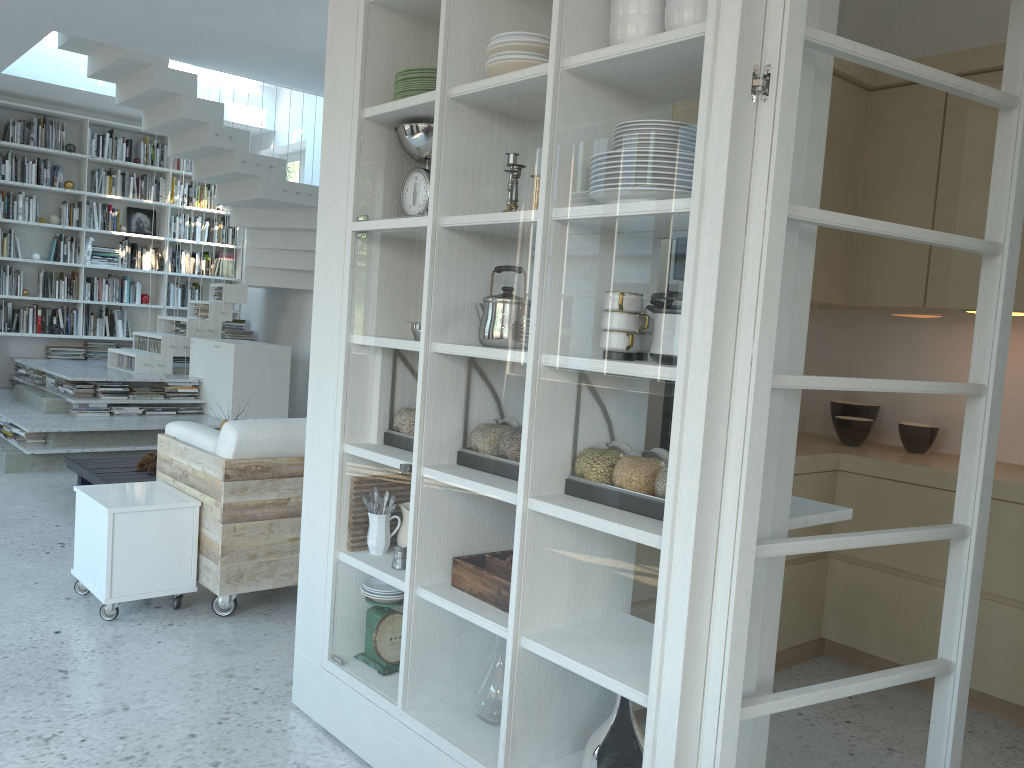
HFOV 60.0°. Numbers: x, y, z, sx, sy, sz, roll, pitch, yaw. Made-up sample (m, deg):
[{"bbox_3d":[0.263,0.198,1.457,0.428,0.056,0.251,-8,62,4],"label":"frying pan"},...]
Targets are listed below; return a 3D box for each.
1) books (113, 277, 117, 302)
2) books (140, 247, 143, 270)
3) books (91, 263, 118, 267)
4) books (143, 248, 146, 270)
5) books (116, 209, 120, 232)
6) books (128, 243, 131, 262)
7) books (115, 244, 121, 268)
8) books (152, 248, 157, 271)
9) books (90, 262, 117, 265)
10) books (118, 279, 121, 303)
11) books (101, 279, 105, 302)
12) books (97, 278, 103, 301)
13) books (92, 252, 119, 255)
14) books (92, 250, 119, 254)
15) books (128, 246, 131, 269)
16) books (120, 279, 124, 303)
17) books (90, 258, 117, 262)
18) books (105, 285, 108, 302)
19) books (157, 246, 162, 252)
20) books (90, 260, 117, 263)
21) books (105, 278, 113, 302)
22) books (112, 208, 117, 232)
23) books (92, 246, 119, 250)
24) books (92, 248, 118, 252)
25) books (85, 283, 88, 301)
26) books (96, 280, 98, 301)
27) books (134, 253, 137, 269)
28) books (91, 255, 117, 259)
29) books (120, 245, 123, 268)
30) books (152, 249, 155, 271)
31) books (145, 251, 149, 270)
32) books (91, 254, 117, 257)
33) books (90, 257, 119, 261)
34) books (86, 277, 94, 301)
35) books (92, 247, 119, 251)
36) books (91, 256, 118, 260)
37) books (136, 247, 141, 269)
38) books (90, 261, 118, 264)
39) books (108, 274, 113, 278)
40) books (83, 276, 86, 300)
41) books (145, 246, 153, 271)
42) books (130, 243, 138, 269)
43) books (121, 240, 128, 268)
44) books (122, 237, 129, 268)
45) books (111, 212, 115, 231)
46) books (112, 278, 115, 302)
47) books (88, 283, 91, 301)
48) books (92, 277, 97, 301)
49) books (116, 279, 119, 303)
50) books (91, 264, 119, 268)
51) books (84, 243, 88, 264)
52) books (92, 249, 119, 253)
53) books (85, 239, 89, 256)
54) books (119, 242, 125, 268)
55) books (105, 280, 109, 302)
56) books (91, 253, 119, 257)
[{"bbox_3d":[-4.267,-1.011,9.493,0.011,0.272,0.151,0,6,-41],"label":"books"},{"bbox_3d":[-4.053,-1.365,9.650,0.031,0.250,0.133,0,6,-41],"label":"books"},{"bbox_3d":[-4.342,-1.261,9.394,0.285,0.012,0.159,1,5,-37],"label":"books"},{"bbox_3d":[-4.030,-1.357,9.669,0.028,0.235,0.129,0,6,-41],"label":"books"},{"bbox_3d":[-4.209,-1.728,9.425,0.026,0.244,0.177,0,6,-41],"label":"books"},{"bbox_3d":[-4.138,-1.380,9.561,0.013,0.280,0.131,0,6,-41],"label":"books"},{"bbox_3d":[-4.216,-1.368,9.486,0.012,0.254,0.160,0,6,-41],"label":"books"},{"bbox_3d":[-3.934,-1.364,9.732,0.024,0.255,0.145,0,6,-41],"label":"books"},{"bbox_3d":[-4.342,-1.273,9.393,0.254,0.012,0.160,0,5,-45],"label":"books"},{"bbox_3d":[-4.228,-0.998,9.507,0.014,0.249,0.177,0,6,-41],"label":"books"},{"bbox_3d":[-4.361,-0.996,9.416,0.026,0.239,0.177,0,6,-41],"label":"books"},{"bbox_3d":[-4.378,-0.999,9.381,0.045,0.246,0.185,0,6,-41],"label":"books"},{"bbox_3d":[-4.334,-1.382,9.390,0.285,0.012,0.159,1,5,-39],"label":"books"},{"bbox_3d":[-4.329,-1.393,9.384,0.159,0.012,0.285,8,5,44],"label":"books"},{"bbox_3d":[-4.145,-1.357,9.536,0.030,0.237,0.179,0,6,-41],"label":"books"},{"bbox_3d":[-4.215,-1.002,9.551,0.012,0.254,0.160,0,6,-41],"label":"books"},{"bbox_3d":[-4.342,-1.310,9.393,0.254,0.012,0.160,1,5,-39],"label":"books"},{"bbox_3d":[-4.335,-0.966,9.426,0.027,0.182,0.186,0,6,-41],"label":"books"},{"bbox_3d":[-3.885,-1.380,9.792,0.029,0.284,0.138,0,6,-41],"label":"books"},{"bbox_3d":[-4.340,-1.297,9.391,0.254,0.012,0.160,1,5,-37],"label":"books"},{"bbox_3d":[-4.294,-1.001,9.439,0.028,0.255,0.191,0,6,-41],"label":"books"},{"bbox_3d":[-4.234,-1.734,9.417,0.021,0.253,0.166,0,6,-41],"label":"books"},{"bbox_3d":[-4.330,-1.442,9.385,0.285,0.012,0.159,1,5,-39],"label":"books"},{"bbox_3d":[-4.332,-1.418,9.387,0.254,0.012,0.160,1,5,-39],"label":"books"},{"bbox_3d":[-4.485,-0.971,9.309,0.023,0.186,0.159,0,6,-41],"label":"books"},{"bbox_3d":[-4.402,-0.988,9.369,0.011,0.223,0.162,0,6,-41],"label":"books"},{"bbox_3d":[-4.094,-1.380,9.618,0.010,0.278,0.128,0,6,-41],"label":"books"},{"bbox_3d":[-4.341,-1.346,9.395,0.254,0.012,0.160,1,5,-41],"label":"books"},{"bbox_3d":[-4.214,-1.366,9.511,0.023,0.247,0.137,0,6,-41],"label":"books"},{"bbox_3d":[-3.950,-1.356,9.700,0.041,0.239,0.176,0,6,-41],"label":"books"},{"bbox_3d":[-4.006,-1.345,9.682,0.025,0.213,0.155,0,6,-41],"label":"books"},{"bbox_3d":[-4.332,-1.358,9.387,0.254,0.012,0.160,1,5,-36],"label":"books"},{"bbox_3d":[-4.340,-1.322,9.393,0.285,0.012,0.159,1,5,-43],"label":"books"},{"bbox_3d":[-4.443,-0.999,9.335,0.047,0.244,0.177,0,6,-41],"label":"books"},{"bbox_3d":[-4.331,-1.430,9.386,0.285,0.012,0.159,1,5,-43],"label":"books"},{"bbox_3d":[-4.335,-1.333,9.388,0.160,0.012,0.254,8,5,44],"label":"books"},{"bbox_3d":[-4.066,-1.360,9.617,0.031,0.242,0.147,0,6,-41],"label":"books"},{"bbox_3d":[-4.339,-1.285,9.390,0.285,0.012,0.159,1,5,-36],"label":"books"},{"bbox_3d":[-4.291,-1.025,9.467,0.013,0.299,0.147,0,6,-41],"label":"books"},{"bbox_3d":[-4.503,-1.006,9.304,0.012,0.254,0.160,0,6,-41],"label":"books"},{"bbox_3d":[-3.971,-1.372,9.677,0.021,0.271,0.191,0,6,-41],"label":"books"},{"bbox_3d":[-4.103,-1.380,9.575,0.059,0.282,0.167,0,6,-41],"label":"books"},{"bbox_3d":[-4.162,-1.388,9.508,0.011,0.300,0.184,0,6,-41],"label":"books"},{"bbox_3d":[-4.152,-1.408,9.512,0.010,0.339,0.180,0,6,-41],"label":"books"},{"bbox_3d":[-4.256,-1.715,9.401,0.033,0.213,0.152,0,6,-41],"label":"books"},{"bbox_3d":[-4.272,-1.005,9.464,0.012,0.262,0.186,0,6,-41],"label":"books"},{"bbox_3d":[-4.467,-0.970,9.322,0.022,0.184,0.162,0,6,-41],"label":"books"},{"bbox_3d":[-4.422,-1.001,9.366,0.024,0.247,0.143,0,6,-41],"label":"books"},{"bbox_3d":[-4.256,-0.999,9.509,0.026,0.247,0.165,0,6,-41],"label":"books"},{"bbox_3d":[-4.342,-1.249,9.393,0.159,0.012,0.285,8,5,44],"label":"books"},{"bbox_3d":[-4.469,-1.353,9.248,0.027,0.221,0.184,0,6,-41],"label":"books"},{"bbox_3d":[-4.333,-1.406,9.388,0.285,0.012,0.159,1,5,-39],"label":"books"},{"bbox_3d":[-4.466,-1.379,9.286,0.028,0.267,0.137,0,6,-41],"label":"books"},{"bbox_3d":[-4.188,-1.384,9.521,0.012,0.285,0.159,0,6,-41],"label":"books"},{"bbox_3d":[-4.325,-0.991,9.445,0.012,0.229,0.179,0,6,-41],"label":"books"},{"bbox_3d":[-4.334,-1.370,9.389,0.285,0.012,0.159,0,5,-44],"label":"books"}]
